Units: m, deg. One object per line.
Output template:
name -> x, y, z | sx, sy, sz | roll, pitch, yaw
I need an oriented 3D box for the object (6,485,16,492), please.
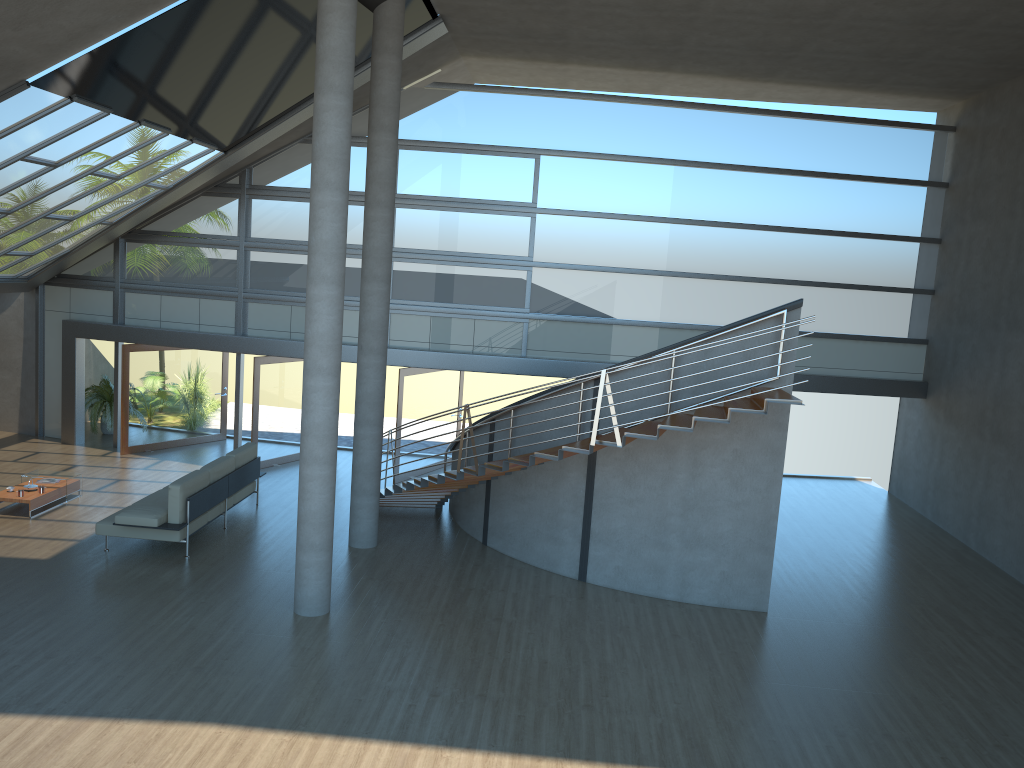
object -> -6.875, 1.433, 12.160 | 0.102, 0.086, 0.100 | 5, 7, 7

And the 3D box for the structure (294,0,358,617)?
structure -> -1.888, -1.117, 9.008 | 0.381, 7.125, 0.382 | 4, 7, 3

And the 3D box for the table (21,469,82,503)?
table -> -6.664, 1.474, 12.852 | 0.680, 0.342, 0.400 | 4, 7, 3

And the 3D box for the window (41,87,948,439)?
window -> -0.468, -1.616, 15.630 | 16.616, 6.630, 1.098 | 4, 7, 2

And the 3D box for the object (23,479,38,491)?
object -> -6.664, 1.395, 12.279 | 0.178, 0.161, 0.178 | -3, 10, -45

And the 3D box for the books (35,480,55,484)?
books -> -6.702, 1.407, 12.771 | 0.275, 0.005, 0.189 | 2, 8, -16

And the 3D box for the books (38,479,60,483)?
books -> -6.680, 1.399, 12.820 | 0.275, 0.005, 0.189 | 2, 8, -13

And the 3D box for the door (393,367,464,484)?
door -> -1.457, 0.623, 15.933 | 0.200, 1.977, 2.298 | 7, 8, 24

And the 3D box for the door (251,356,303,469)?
door -> -3.896, 0.427, 16.131 | 0.200, 1.977, 2.298 | 8, 8, 27

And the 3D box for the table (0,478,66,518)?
table -> -6.695, 1.577, 12.463 | 0.600, 0.250, 1.200 | 4, 7, 3

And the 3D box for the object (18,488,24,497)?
object -> -6.635, 1.467, 11.970 | 0.085, 0.101, 0.070 | 4, 7, 2

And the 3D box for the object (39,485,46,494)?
object -> -6.469, 1.448, 12.207 | 0.070, 0.101, 0.085 | 8, 9, 31

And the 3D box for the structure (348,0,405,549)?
structure -> -1.732, -1.402, 11.311 | 0.381, 7.125, 0.382 | -3, 10, -42

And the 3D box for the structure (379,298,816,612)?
structure -> 0.308, 0.537, 11.045 | 6.809, 3.653, 2.349 | 10, 10, 41

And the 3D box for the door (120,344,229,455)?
door -> -6.251, 0.205, 16.567 | 0.200, 1.977, 2.298 | 9, 9, 32

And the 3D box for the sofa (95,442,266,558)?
sofa -> -4.400, 1.463, 12.014 | 1.166, 0.947, 3.079 | 4, 7, 3
